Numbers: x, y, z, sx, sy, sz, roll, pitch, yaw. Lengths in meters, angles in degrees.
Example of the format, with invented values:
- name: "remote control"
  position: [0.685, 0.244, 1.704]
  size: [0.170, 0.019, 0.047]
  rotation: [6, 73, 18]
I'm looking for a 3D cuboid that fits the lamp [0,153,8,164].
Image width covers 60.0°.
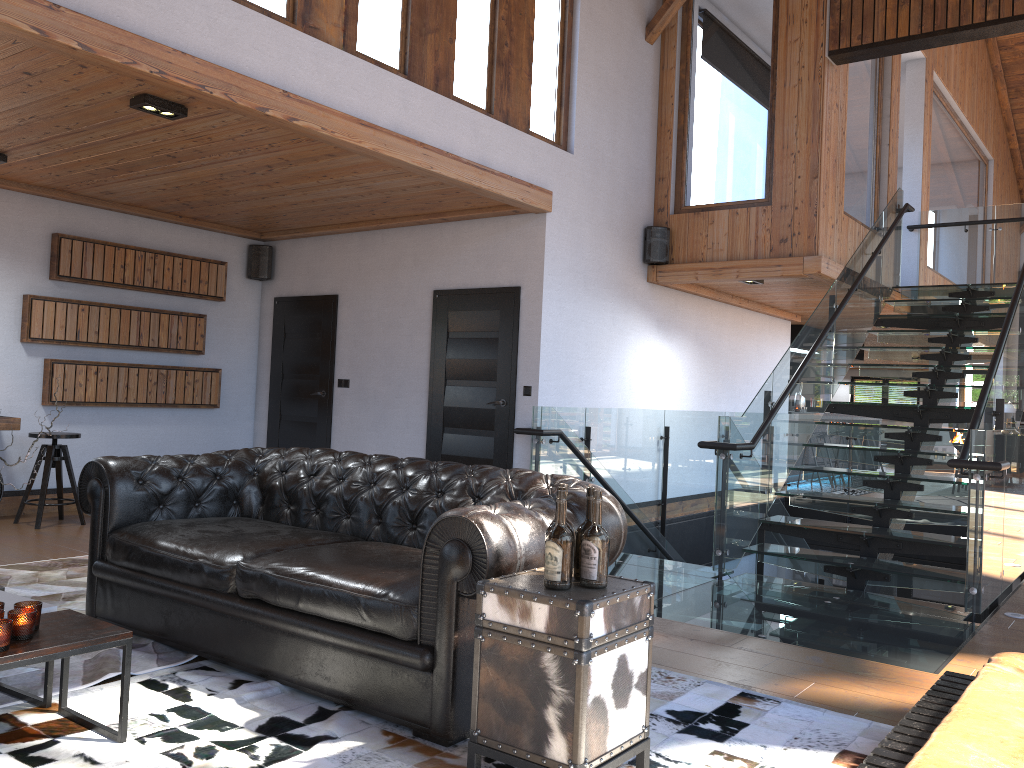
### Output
- name: "lamp"
  position: [-3.671, -1.592, 6.150]
  size: [0.153, 0.068, 0.264]
  rotation: [2, -1, 37]

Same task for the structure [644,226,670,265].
- name: "structure"
  position: [1.373, -1.311, 8.410]
  size: [0.211, 0.349, 0.216]
  rotation: [2, -2, 37]

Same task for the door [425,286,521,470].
- name: "door"
  position: [-0.345, 0.219, 7.476]
  size: [0.930, 2.056, 0.145]
  rotation: [2, -2, 36]

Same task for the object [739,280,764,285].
- name: "object"
  position: [2.262, -0.991, 8.382]
  size: [0.153, 0.068, 0.264]
  rotation: [2, -1, 37]

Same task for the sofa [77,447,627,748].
- name: "sofa"
  position: [-0.746, 0.762, 4.004]
  size: [2.537, 0.838, 1.253]
  rotation: [2, -1, 36]

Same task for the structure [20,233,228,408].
- name: "structure"
  position: [-3.513, -0.521, 8.070]
  size: [0.317, 1.445, 1.873]
  rotation: [1, -2, 37]

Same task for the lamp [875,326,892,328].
- name: "lamp"
  position: [5.125, -0.812, 12.225]
  size: [0.153, 0.068, 0.264]
  rotation: [2, -1, 37]

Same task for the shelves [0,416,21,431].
- name: "shelves"
  position: [-6.059, 0.104, 4.392]
  size: [0.605, 0.989, 6.716]
  rotation: [2, -1, 37]

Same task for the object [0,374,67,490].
- name: "object"
  position: [-1.862, 0.355, 2.925]
  size: [0.627, 0.808, 0.401]
  rotation: [4, -2, -42]

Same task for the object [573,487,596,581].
- name: "object"
  position: [0.238, 0.463, 2.749]
  size: [0.088, 0.286, 0.087]
  rotation: [3, -2, -14]

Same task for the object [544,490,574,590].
- name: "object"
  position: [0.140, 0.456, 2.616]
  size: [0.088, 0.286, 0.086]
  rotation: [4, -2, -43]

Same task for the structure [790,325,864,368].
- name: "structure"
  position: [4.916, -0.590, 14.445]
  size: [0.703, 0.476, 3.286]
  rotation: [2, -1, 37]

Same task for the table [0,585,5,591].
- name: "table"
  position: [-2.277, 0.920, 3.207]
  size: [0.395, 0.350, 0.657]
  rotation: [2, -1, 42]

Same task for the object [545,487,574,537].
- name: "object"
  position: [0.146, 0.458, 2.714]
  size: [0.087, 0.286, 0.088]
  rotation: [2, -2, 14]

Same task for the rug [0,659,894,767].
- name: "rug"
  position: [0.262, 1.183, 2.613]
  size: [3.765, 0.053, 2.459]
  rotation: [2, -1, 37]

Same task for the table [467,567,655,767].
- name: "table"
  position: [0.155, 0.902, 2.687]
  size: [0.401, 0.609, 0.422]
  rotation: [2, -2, 37]

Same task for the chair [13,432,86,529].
- name: "chair"
  position: [-3.584, 0.745, 6.912]
  size: [0.388, 0.721, 0.397]
  rotation: [2, -2, 37]

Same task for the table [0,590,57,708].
- name: "table"
  position: [-1.936, 0.931, 2.912]
  size: [0.396, 0.350, 0.657]
  rotation: [2, -1, 32]

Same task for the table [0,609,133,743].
- name: "table"
  position: [-1.572, 0.945, 2.676]
  size: [0.396, 0.350, 0.657]
  rotation: [2, -1, 37]

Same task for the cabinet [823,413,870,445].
- name: "cabinet"
  position: [4.963, 1.020, 14.546]
  size: [0.879, 1.104, 4.853]
  rotation: [2, -1, 37]

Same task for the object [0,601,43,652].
- name: "object"
  position: [-1.573, 0.729, 2.667]
  size: [0.248, 0.081, 0.300]
  rotation: [3, -1, -15]

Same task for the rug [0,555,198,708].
- name: "rug"
  position: [-2.895, 1.052, 3.551]
  size: [2.404, 0.053, 4.089]
  rotation: [2, -1, 37]

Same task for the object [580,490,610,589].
- name: "object"
  position: [0.251, 0.462, 2.657]
  size: [0.088, 0.286, 0.086]
  rotation: [4, -2, -41]

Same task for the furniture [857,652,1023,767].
- name: "furniture"
  position: [1.181, 1.021, 1.697]
  size: [1.162, 0.437, 2.790]
  rotation: [2, -1, 37]

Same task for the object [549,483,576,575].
- name: "object"
  position: [0.158, 0.460, 2.812]
  size: [0.087, 0.286, 0.088]
  rotation: [2, -2, 13]

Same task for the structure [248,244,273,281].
- name: "structure"
  position: [-2.569, -1.238, 9.056]
  size: [0.211, 0.349, 0.216]
  rotation: [2, -2, 37]

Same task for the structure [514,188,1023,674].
- name: "structure"
  position: [6.001, 1.146, 7.620]
  size: [9.107, 6.401, 11.147]
  rotation: [2, -1, 37]

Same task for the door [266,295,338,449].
- name: "door"
  position: [-2.082, 0.157, 8.753]
  size: [0.930, 2.056, 0.145]
  rotation: [2, -2, 36]

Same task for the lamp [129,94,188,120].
- name: "lamp"
  position: [-1.942, -1.530, 4.879]
  size: [0.153, 0.068, 0.264]
  rotation: [2, -1, 37]

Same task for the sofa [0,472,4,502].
- name: "sofa"
  position: [-3.571, 0.627, 3.402]
  size: [1.225, 0.838, 2.594]
  rotation: [2, -1, 36]
